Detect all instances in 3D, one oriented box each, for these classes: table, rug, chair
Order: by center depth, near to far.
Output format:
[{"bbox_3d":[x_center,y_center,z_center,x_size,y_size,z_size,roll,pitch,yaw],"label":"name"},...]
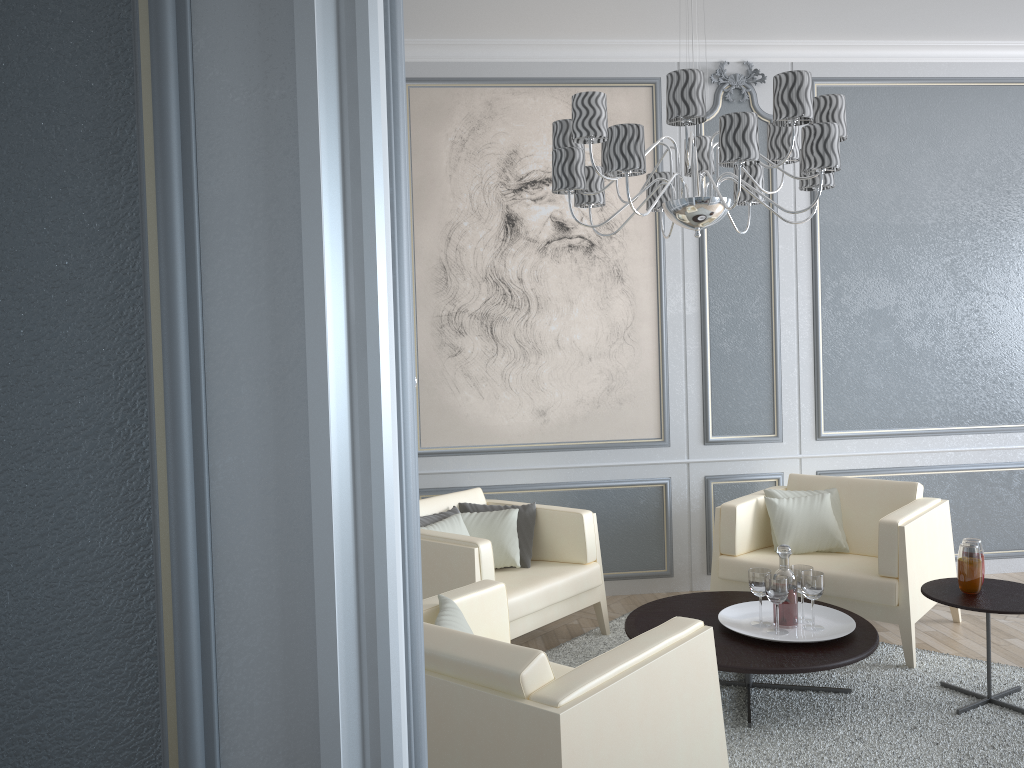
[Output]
[{"bbox_3d":[0.010,0.863,2.267,0.855,0.620,0.737,0,3,40],"label":"chair"},{"bbox_3d":[0.829,1.117,2.911,2.000,0.010,2.001,0,3,39],"label":"rug"},{"bbox_3d":[1.620,0.901,3.013,0.414,0.385,0.414,0,3,42],"label":"table"},{"bbox_3d":[0.855,0.988,3.210,0.882,0.239,0.883,-2,2,-8],"label":"table"},{"bbox_3d":[-0.131,0.804,3.733,0.737,0.620,0.855,0,3,40],"label":"chair"},{"bbox_3d":[1.404,0.752,3.880,0.855,0.620,0.737,0,3,40],"label":"chair"}]

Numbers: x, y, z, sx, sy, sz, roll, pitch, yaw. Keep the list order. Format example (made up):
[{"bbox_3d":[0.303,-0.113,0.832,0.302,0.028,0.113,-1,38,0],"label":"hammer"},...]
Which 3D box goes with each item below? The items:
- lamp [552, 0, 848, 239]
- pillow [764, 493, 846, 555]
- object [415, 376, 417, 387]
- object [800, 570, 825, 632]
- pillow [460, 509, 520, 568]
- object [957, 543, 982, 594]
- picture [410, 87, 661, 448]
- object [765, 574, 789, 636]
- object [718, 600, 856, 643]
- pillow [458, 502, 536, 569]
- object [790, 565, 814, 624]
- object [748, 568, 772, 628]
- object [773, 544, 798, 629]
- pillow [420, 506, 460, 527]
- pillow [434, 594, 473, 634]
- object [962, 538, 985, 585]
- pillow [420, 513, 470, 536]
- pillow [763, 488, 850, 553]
[{"bbox_3d":[0.620,-1.064,3.051,0.976,1.119,0.977,-2,2,-17],"label":"lamp"},{"bbox_3d":[1.296,0.621,3.931,0.312,0.245,0.163,-2,2,-11],"label":"pillow"},{"bbox_3d":[-0.710,0.435,3.817,0.446,1.385,0.447,0,2,39],"label":"object"},{"bbox_3d":[1.061,0.765,3.129,0.080,0.196,0.080,-2,2,-22],"label":"object"},{"bbox_3d":[-0.122,0.669,3.800,0.312,0.245,0.163,-2,2,-1],"label":"pillow"},{"bbox_3d":[1.555,0.628,3.013,0.075,0.165,0.075,-2,2,-16],"label":"object"},{"bbox_3d":[0.125,-0.583,4.383,1.199,1.750,0.001,-2,1,-5],"label":"picture"},{"bbox_3d":[0.925,0.770,3.095,0.080,0.196,0.080,-2,2,-2],"label":"object"},{"bbox_3d":[0.975,0.853,3.162,0.468,0.028,0.468,-1,2,7],"label":"object"},{"bbox_3d":[-0.074,0.665,3.874,0.351,0.276,0.184,-1,2,10],"label":"pillow"},{"bbox_3d":[1.052,0.762,3.212,0.080,0.196,0.080,-2,2,-22],"label":"object"},{"bbox_3d":[0.893,0.767,3.187,0.080,0.196,0.080,-2,2,-22],"label":"object"},{"bbox_3d":[0.976,0.719,3.169,0.086,0.290,0.086,-1,2,16],"label":"object"},{"bbox_3d":[-0.294,0.679,3.710,0.184,0.276,0.351,0,3,40],"label":"pillow"},{"bbox_3d":[-0.117,0.734,2.316,0.182,0.285,0.361,-2,2,0],"label":"pillow"},{"bbox_3d":[1.602,0.623,3.085,0.075,0.165,0.075,0,2,44],"label":"object"},{"bbox_3d":[-0.254,0.680,3.631,0.163,0.245,0.312,-1,2,29],"label":"pillow"},{"bbox_3d":[1.330,0.617,4.013,0.351,0.276,0.184,-2,2,0],"label":"pillow"}]
